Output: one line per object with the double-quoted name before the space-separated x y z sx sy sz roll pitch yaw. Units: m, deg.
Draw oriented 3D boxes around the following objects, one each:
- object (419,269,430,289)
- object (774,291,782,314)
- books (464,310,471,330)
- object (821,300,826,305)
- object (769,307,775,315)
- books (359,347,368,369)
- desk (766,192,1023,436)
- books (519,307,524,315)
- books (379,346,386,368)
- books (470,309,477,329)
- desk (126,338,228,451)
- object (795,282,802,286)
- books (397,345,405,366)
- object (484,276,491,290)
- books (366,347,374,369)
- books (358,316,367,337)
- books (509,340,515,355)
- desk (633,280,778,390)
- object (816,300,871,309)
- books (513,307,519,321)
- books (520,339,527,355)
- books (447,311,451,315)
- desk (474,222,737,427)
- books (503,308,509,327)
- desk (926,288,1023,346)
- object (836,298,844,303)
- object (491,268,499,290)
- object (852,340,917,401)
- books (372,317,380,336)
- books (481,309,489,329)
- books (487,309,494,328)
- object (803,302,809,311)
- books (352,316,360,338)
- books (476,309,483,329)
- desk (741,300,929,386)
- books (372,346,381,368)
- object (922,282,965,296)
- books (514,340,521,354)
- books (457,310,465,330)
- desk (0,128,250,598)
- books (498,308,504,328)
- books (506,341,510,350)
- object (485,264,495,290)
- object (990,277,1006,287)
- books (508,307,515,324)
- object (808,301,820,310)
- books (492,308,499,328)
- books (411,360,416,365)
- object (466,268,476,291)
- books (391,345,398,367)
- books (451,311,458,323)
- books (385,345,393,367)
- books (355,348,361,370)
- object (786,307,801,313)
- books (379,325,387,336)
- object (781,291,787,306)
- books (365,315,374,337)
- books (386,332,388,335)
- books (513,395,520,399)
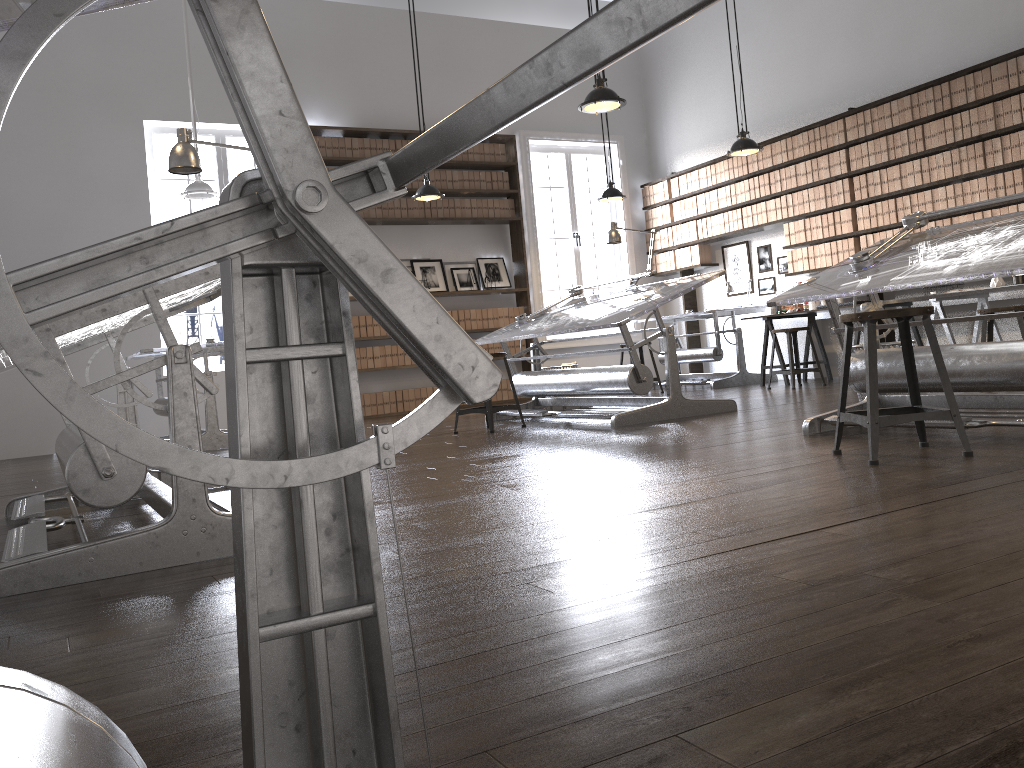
"object" -0.959 -1.092 9.447 0.175 0.260 0.040 -5 -1 -28
"object" 2.590 -0.786 8.621 0.068 0.230 0.069 -4 -1 -31
"books" -0.525 -0.699 9.779 0.067 0.226 0.174 -4 -1 -28
"object" 2.906 -0.736 8.233 0.062 0.094 0.062 -5 -1 12
"object" 2.551 -0.721 8.674 0.068 0.104 0.068 -5 -1 -24
"books" -1.567 -0.265 9.190 0.067 0.226 0.174 -5 -1 -28
"desk" 2.138 -0.517 3.520 1.078 1.388 2.064 -5 0 -28
"books" 0.076 -0.762 10.097 0.067 0.226 0.174 -5 -1 -28
"books" -1.387 -0.284 9.287 0.067 0.226 0.174 -5 -1 -28
"books" -0.460 -0.706 9.809 0.067 0.226 0.174 -4 -1 -28
"desk" -2.372 -0.109 7.046 1.173 1.190 1.266 -5 0 -28
"object" 2.855 -0.917 8.731 0.108 0.177 0.106 -5 -1 -27
"books" -1.207 -0.303 9.386 0.067 0.226 0.174 -5 -1 -28
"object" -0.272 -1.114 9.799 0.066 0.166 0.040 -5 -1 -28
"books" -1.504 -0.272 9.220 0.067 0.226 0.174 -4 -1 -28
"books" -1.575 -0.589 9.204 0.067 0.226 0.174 -4 -1 -28
"books" -0.039 -0.425 10.018 0.067 0.226 0.174 -4 -1 -28
"desk" 2.105 -0.530 9.400 1.073 1.099 1.266 -5 0 -28
"object" 2.918 -0.688 7.684 0.312 0.033 0.445 -6 2 -28
"books" 0.016 -0.756 10.072 0.067 0.226 0.174 -5 -1 -28
"books" 0.087 -0.439 10.081 0.067 0.226 0.174 -5 -1 -28
"books" -0.721 -0.678 9.670 0.067 0.226 0.174 -5 -1 -28
"desk" 0.558 -0.456 6.469 1.078 1.388 2.275 -5 1 -28
"books" -0.104 -0.743 10.001 0.067 0.226 0.174 -4 -1 -28
"desk" 3.753 -0.377 6.419 0.657 0.670 1.665 -5 1 -28
"object" 3.034 -0.747 8.187 0.061 0.094 0.062 -5 -1 21
"object" -0.192 -1.173 9.917 0.111 0.262 0.040 -5 -1 -28
"object" 1.924 -0.022 4.594 0.353 0.378 0.352 -5 0 -7
"books" -1.447 -0.602 9.274 0.067 0.226 0.174 -5 -1 -28
"books" -0.338 -0.718 9.880 0.067 0.226 0.174 -5 -1 -28
"books" -0.276 -0.725 9.907 0.067 0.226 0.174 -4 -1 -28
"object" 2.776 -0.733 8.363 0.049 0.112 0.049 -5 -1 -32
"books" -1.643 -0.582 9.174 0.067 0.226 0.174 -5 -1 -28
"books" -0.400 -0.712 9.846 0.067 0.226 0.174 -5 -1 -28
"desk" 2.921 -0.345 7.971 0.657 0.670 1.665 -5 1 -28
"books" -1.441 -0.278 9.256 0.067 0.226 0.174 -5 -1 -28
"object" 3.463 -0.785 7.105 0.284 0.161 0.203 -6 1 -28
"books" 0.023 -0.432 10.051 0.067 0.226 0.174 -4 -1 -28
"books" -0.588 -0.692 9.739 0.067 0.226 0.174 -5 -1 -28
"desk" -1.277 -0.200 3.161 1.078 1.388 2.064 -5 0 -28
"books" -0.163 -0.737 9.971 0.067 0.226 0.174 -5 -1 -28
"books" -0.096 -0.419 9.980 0.067 0.226 0.174 -5 -1 -28
"object" -0.242 -1.188 9.861 0.118 0.304 0.040 -5 -1 -28
"object" 3.744 -0.827 6.838 0.101 0.209 0.101 -5 -1 17
"books" -0.044 -0.749 10.038 0.067 0.226 0.174 -5 -1 -28
"object" 2.841 -0.752 8.323 0.104 0.142 0.104 -5 0 -36
"books" -0.219 -0.731 9.942 0.067 0.226 0.174 -5 -1 -28
"books" -1.083 -0.316 9.453 0.067 0.226 0.174 -4 -1 -28
"object" -0.458 -1.143 9.733 0.124 0.260 0.040 -5 -1 -28
"books" -1.269 -0.297 9.352 0.067 0.226 0.174 -5 -1 -28
"books" -0.655 -0.685 9.708 0.067 0.226 0.174 -4 -1 -28
"books" -1.326 -0.290 9.315 0.067 0.226 0.174 -4 -1 -28
"books" -1.629 -0.259 9.158 0.067 0.226 0.174 -5 -1 -28
"object" 2.639 -0.688 8.307 0.132 0.050 0.197 -5 1 1
"books" -1.387 -0.609 9.312 0.067 0.226 0.174 -4 -1 -28
"object" 2.652 -0.796 8.655 0.068 0.238 0.069 -4 -1 -31
"books" -1.512 -0.595 9.245 0.067 0.226 0.174 -5 -1 -28
"books" -1.325 -0.615 9.345 0.067 0.226 0.174 -4 -1 -28
"books" 0.008 0.055 10.002 0.067 0.226 0.174 -5 -1 -28
